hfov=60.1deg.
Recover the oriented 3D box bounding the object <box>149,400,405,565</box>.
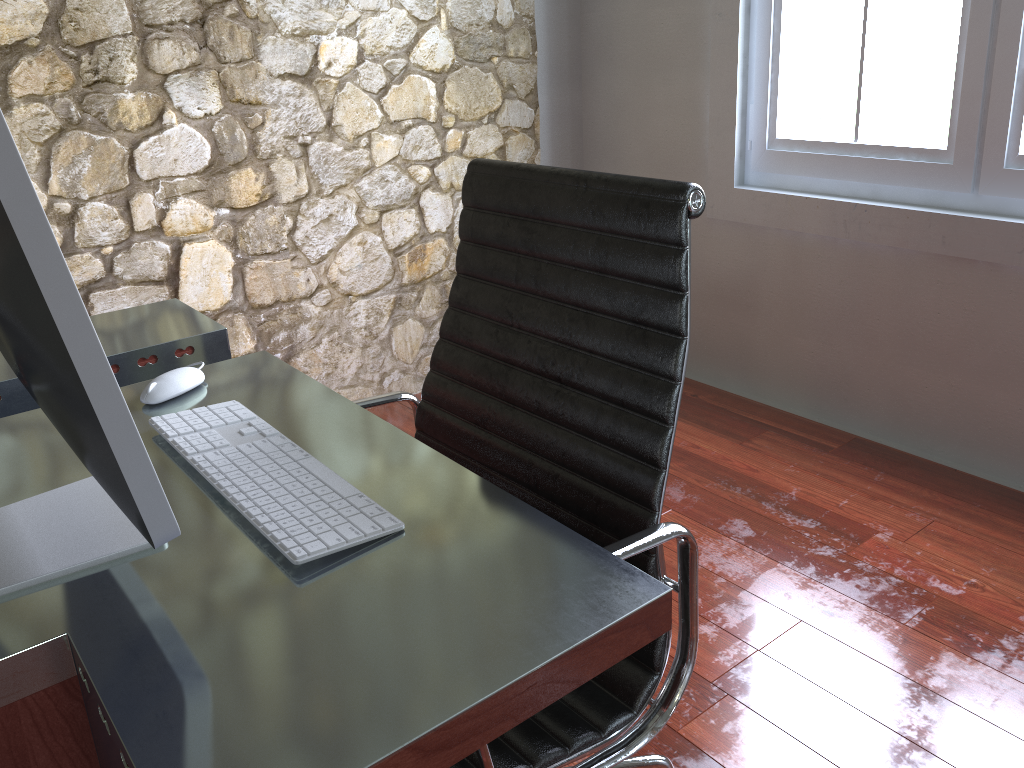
[{"bbox_3d":[-0.286,0.094,1.006,0.119,0.017,0.443,-18,26,-34],"label":"object"}]

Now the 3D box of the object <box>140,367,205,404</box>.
[{"bbox_3d":[-0.483,-0.001,1.255,0.059,0.028,0.108,5,23,20],"label":"object"}]

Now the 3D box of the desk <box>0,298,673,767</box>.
[{"bbox_3d":[-1.228,0.675,0.653,2.527,0.715,1.313,-18,26,-35],"label":"desk"}]

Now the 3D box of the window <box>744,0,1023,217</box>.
[{"bbox_3d":[1.191,-1.382,2.060,0.128,1.951,1.542,-17,24,-34],"label":"window"}]

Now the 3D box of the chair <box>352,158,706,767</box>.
[{"bbox_3d":[-0.102,0.275,1.140,0.703,1.005,0.673,-15,23,-31],"label":"chair"}]

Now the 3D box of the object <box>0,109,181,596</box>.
[{"bbox_3d":[-0.488,-0.070,0.823,0.191,0.477,0.488,-17,24,-34],"label":"object"}]
